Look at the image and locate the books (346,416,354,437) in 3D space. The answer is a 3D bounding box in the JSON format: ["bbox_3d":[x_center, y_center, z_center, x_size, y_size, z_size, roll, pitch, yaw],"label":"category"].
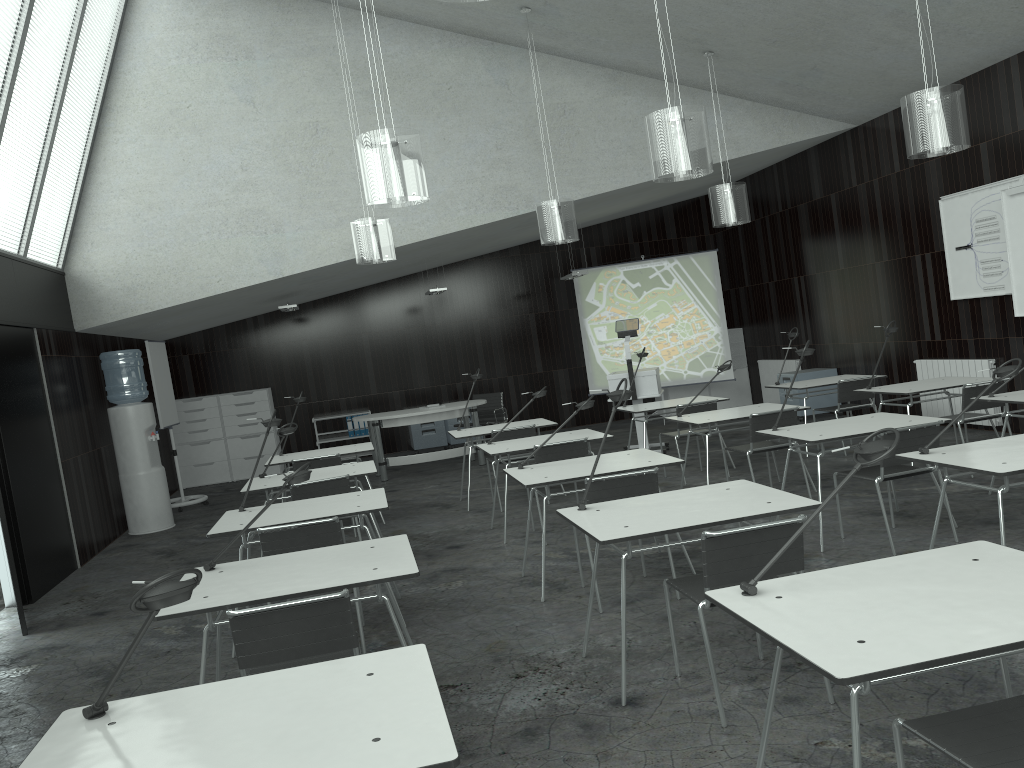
[{"bbox_3d":[-2.272,0.656,12.446,0.072,0.320,0.262,-8,3,-11],"label":"books"}]

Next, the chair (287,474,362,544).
[{"bbox_3d":[-1.255,1.046,5.850,0.428,0.765,0.555,-9,3,-23],"label":"chair"}]

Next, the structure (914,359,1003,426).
[{"bbox_3d":[4.350,0.073,8.704,0.079,0.688,1.129,-8,3,-11],"label":"structure"}]

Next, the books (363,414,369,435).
[{"bbox_3d":[-2.043,0.622,12.489,0.072,0.320,0.262,-8,3,-11],"label":"books"}]

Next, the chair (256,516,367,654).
[{"bbox_3d":[-0.986,1.089,4.419,0.428,0.765,0.555,-8,3,-7],"label":"chair"}]

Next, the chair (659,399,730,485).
[{"bbox_3d":[1.584,0.542,7.834,0.428,0.765,0.555,-9,3,-13],"label":"chair"}]

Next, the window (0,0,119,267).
[{"bbox_3d":[-2.616,-2.545,1.802,1.144,3.101,12.775,-8,3,-11],"label":"window"}]

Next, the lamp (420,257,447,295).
[{"bbox_3d":[-1.187,-3.025,10.892,0.212,3.595,0.600,-8,3,-11],"label":"lamp"}]

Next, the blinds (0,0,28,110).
[{"bbox_3d":[-3.335,-2.630,5.690,1.094,2.949,0.889,-8,3,-11],"label":"blinds"}]

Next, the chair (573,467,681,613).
[{"bbox_3d":[0.564,0.860,4.678,0.428,0.765,0.555,-8,3,-9],"label":"chair"}]

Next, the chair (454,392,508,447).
[{"bbox_3d":[-0.399,0.576,11.638,0.560,0.825,0.587,-6,4,28],"label":"chair"}]

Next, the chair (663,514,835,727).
[{"bbox_3d":[0.840,0.899,3.293,0.428,0.765,0.555,-8,3,-11],"label":"chair"}]

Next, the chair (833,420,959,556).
[{"bbox_3d":[2.160,0.618,5.044,0.428,0.765,0.555,-9,3,-15],"label":"chair"}]

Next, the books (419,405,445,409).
[{"bbox_3d":[-0.939,0.298,10.450,0.210,0.021,0.297,-10,4,-27],"label":"books"}]

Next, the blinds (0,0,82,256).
[{"bbox_3d":[-3.520,-2.675,6.661,1.106,2.982,0.889,-8,3,-11],"label":"blinds"}]

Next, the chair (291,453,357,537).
[{"bbox_3d":[-1.539,1.006,7.262,0.428,0.765,0.555,-8,3,-9],"label":"chair"}]

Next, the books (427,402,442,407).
[{"bbox_3d":[-0.913,0.271,10.414,0.164,0.032,0.183,-8,3,2],"label":"books"}]

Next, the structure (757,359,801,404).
[{"bbox_3d":[3.679,-0.027,12.168,0.079,0.688,1.129,-8,3,-11],"label":"structure"}]

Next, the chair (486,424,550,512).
[{"bbox_3d":[0.016,0.770,7.635,0.428,0.765,0.555,-9,3,-12],"label":"chair"}]

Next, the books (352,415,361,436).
[{"bbox_3d":[-2.189,0.644,12.461,0.072,0.320,0.262,-8,3,-11],"label":"books"}]

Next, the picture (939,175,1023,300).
[{"bbox_3d":[4.535,-1.391,6.669,0.050,1.102,3.818,-8,3,-11],"label":"picture"}]

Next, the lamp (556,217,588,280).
[{"bbox_3d":[0.549,-3.284,11.221,0.212,3.595,0.600,-8,3,-11],"label":"lamp"}]

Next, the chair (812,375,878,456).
[{"bbox_3d":[3.120,0.306,8.259,0.428,0.765,0.555,-9,3,-13],"label":"chair"}]

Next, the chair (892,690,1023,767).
[{"bbox_3d":[1.158,0.932,1.913,0.428,0.765,0.555,-8,3,-11],"label":"chair"}]

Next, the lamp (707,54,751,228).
[{"bbox_3d":[1.960,-2.550,8.341,0.350,1.761,0.359,-8,3,-11],"label":"lamp"}]

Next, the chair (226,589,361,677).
[{"bbox_3d":[-0.704,1.126,3.051,0.428,0.765,0.555,-9,3,-12],"label":"chair"}]

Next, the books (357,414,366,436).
[{"bbox_3d":[-2.116,0.633,12.475,0.072,0.320,0.262,-8,3,-11],"label":"books"}]

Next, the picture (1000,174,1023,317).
[{"bbox_3d":[4.405,-1.191,6.933,0.254,1.508,1.191,-8,3,-11],"label":"picture"}]

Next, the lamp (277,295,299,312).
[{"bbox_3d":[-2.924,-2.767,10.564,0.212,3.595,0.600,-8,3,-11],"label":"lamp"}]

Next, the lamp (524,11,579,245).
[{"bbox_3d":[0.281,-2.576,8.015,0.350,2.307,0.359,-8,3,-11],"label":"lamp"}]

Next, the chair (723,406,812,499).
[{"bbox_3d":[1.854,0.578,6.528,0.428,0.765,0.555,-9,3,-14],"label":"chair"}]

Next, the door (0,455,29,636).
[{"bbox_3d":[-3.332,0.710,5.687,0.365,2.020,0.940,-8,3,-11],"label":"door"}]

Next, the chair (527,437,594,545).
[{"bbox_3d":[0.337,0.802,6.269,0.428,0.765,0.555,-8,3,-11],"label":"chair"}]

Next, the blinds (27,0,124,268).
[{"bbox_3d":[-3.708,-2.703,7.632,1.106,2.982,0.889,-8,3,-11],"label":"blinds"}]

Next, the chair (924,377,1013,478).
[{"bbox_3d":[3.464,0.345,6.711,0.428,0.765,0.555,-9,3,-12],"label":"chair"}]
